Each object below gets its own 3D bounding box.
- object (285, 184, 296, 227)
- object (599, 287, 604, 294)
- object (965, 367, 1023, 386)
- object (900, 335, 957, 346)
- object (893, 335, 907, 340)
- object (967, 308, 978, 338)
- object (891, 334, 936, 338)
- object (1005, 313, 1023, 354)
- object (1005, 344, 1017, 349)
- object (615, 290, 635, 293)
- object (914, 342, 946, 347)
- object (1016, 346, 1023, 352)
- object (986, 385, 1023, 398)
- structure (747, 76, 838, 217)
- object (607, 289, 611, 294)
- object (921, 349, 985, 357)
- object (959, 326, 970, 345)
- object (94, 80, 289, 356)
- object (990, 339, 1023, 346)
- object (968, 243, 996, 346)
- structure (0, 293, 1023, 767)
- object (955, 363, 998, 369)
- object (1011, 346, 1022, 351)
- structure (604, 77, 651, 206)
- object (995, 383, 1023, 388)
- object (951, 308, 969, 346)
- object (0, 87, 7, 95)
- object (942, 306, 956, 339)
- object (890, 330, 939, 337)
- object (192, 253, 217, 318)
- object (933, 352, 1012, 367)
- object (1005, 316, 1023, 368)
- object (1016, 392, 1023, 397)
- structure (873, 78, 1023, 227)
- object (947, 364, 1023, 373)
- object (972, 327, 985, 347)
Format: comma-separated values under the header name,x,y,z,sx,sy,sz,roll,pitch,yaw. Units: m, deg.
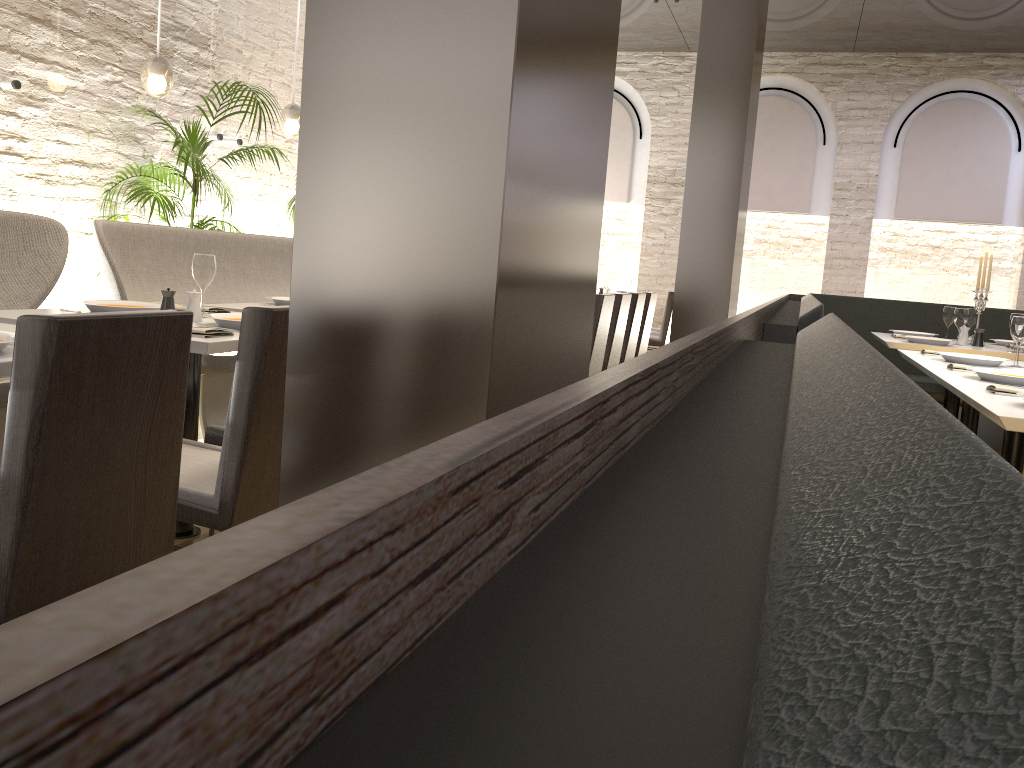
name,x,y,z,sx,sy,sz,roll,pitch,yaw
object,-1.330,-1.023,7.258,1.145,1.967,1.193,1,7,-31
object,0.959,-0.985,9.527,0.059,0.109,0.059,0,7,-37
object,1.824,-0.021,3.219,0.322,0.036,0.322,10,10,37
object,2.553,-0.264,5.439,0.321,0.036,0.323,4,8,-6
object,2.614,-0.289,5.715,0.273,0.033,0.143,7,8,18
object,3.155,-0.404,6.094,0.086,0.230,0.086,3,6,-12
object,2.663,-0.305,5.862,0.273,0.033,0.143,7,8,18
object,2.950,-0.297,5.185,0.086,0.230,0.086,0,7,-36
object,3.312,-0.224,5.647,0.273,0.033,0.143,7,8,18
object,1.575,-1.288,12.413,0.321,0.036,0.323,-1,10,-37
object,2.480,-0.233,5.248,0.185,0.010,0.017,7,8,18
object,3.153,-0.189,5.245,0.321,0.036,0.323,4,8,-6
object,1.649,0.033,2.771,0.273,0.033,0.143,7,8,18
structure,3.184,-2.977,11.021,1.635,1.668,0.098,7,6,18
object,1.040,-0.982,9.549,0.059,0.109,0.059,0,7,-37
object,2.172,-0.141,4.367,0.273,0.033,0.143,7,8,18
object,2.868,-0.306,5.623,0.068,0.126,0.069,1,7,-30
object,-1.953,-0.814,5.351,1.188,1.967,1.150,-1,8,-41
object,3.385,-0.267,5.952,0.321,0.036,0.323,1,8,-24
object,3.006,-0.575,5.673,0.132,0.654,0.391,8,7,28
structure,1.655,0.435,1.804,2.375,0.996,10.781,7,8,17
object,2.015,-0.078,3.829,0.185,0.010,0.017,7,8,18
object,3.264,-0.208,5.500,0.273,0.033,0.143,7,8,18
structure,1.043,-3.241,11.708,1.635,1.668,0.098,7,6,18
object,1.747,0.012,3.014,0.185,0.010,0.017,7,8,18
object,2.797,-0.357,5.536,0.086,0.230,0.086,0,7,-36
object,-2.610,-0.595,3.348,1.188,1.967,1.150,-1,8,-41
object,2.938,-0.404,5.967,0.086,0.230,0.086,0,7,-36
object,2.785,-0.341,6.147,0.322,0.036,0.322,6,8,13
object,-1.129,-0.359,3.241,0.086,0.230,0.087,1,7,-30
object,2.089,-0.109,4.026,0.322,0.036,0.322,6,8,13
object,2.298,-0.191,4.016,0.086,0.230,0.086,8,6,29
object,1.568,0.065,2.435,0.322,0.036,0.323,7,8,15
structure,5.192,-2.729,10.378,1.635,1.668,0.098,7,6,18
object,1.905,-0.052,3.552,0.273,0.033,0.143,7,8,18
object,2.937,-0.294,5.575,0.068,0.126,0.069,1,7,-30
